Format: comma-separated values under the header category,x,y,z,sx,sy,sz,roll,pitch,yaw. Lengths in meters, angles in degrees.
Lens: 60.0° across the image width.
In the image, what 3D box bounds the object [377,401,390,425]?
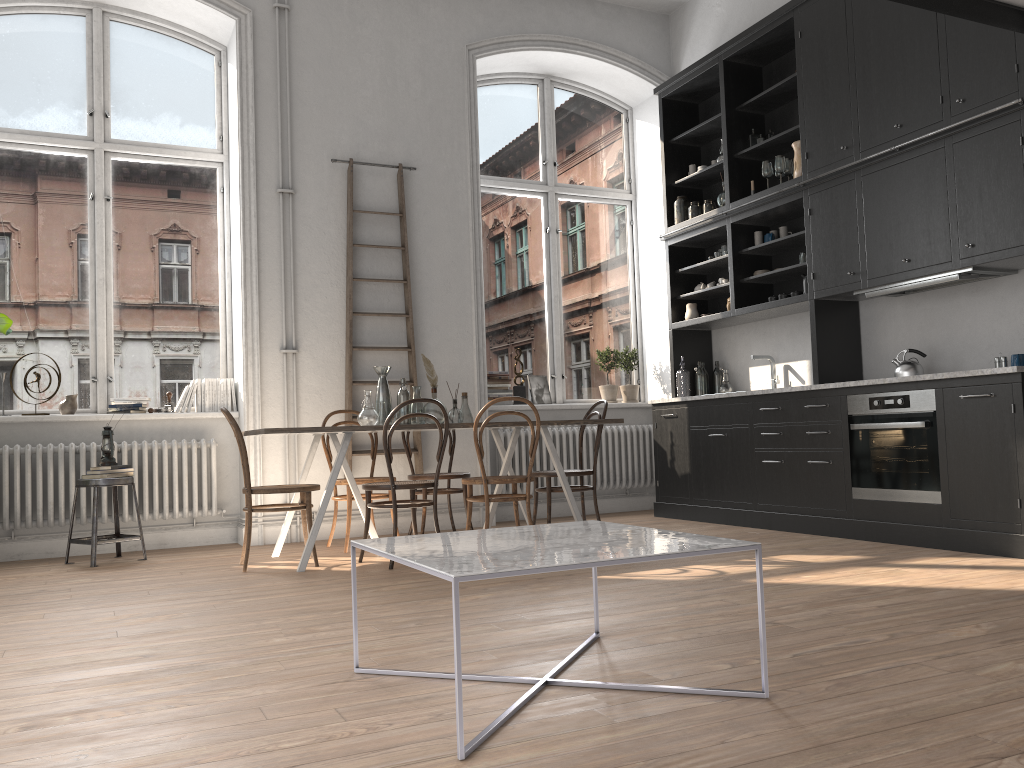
category,x,y,z,sx,sy,sz,roll,pitch,yaw
object,-0.802,0.187,5.500,0.083,0.158,0.083,0,-3,-30

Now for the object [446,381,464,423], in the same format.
category,x,y,z,sx,sy,sz,roll,pitch,yaw
object,-0.367,0.121,5.701,0.107,0.283,0.107,0,-3,-30

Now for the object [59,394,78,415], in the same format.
category,x,y,z,sx,sy,sz,roll,pitch,yaw
object,-3.013,0.141,6.022,0.102,0.142,0.100,-5,-4,39

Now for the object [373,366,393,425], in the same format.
category,x,y,z,sx,sy,sz,roll,pitch,yaw
object,-0.816,0.082,5.626,0.116,0.382,0.116,-1,-3,-14

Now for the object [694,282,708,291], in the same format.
category,x,y,z,sx,sy,sz,roll,pitch,yaw
object,1.565,-0.787,7.316,0.140,0.100,0.125,1,-5,-44

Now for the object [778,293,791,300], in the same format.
category,x,y,z,sx,sy,sz,roll,pitch,yaw
object,1.929,-0.615,6.272,0.104,0.059,0.088,-5,-5,43

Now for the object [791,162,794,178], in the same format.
category,x,y,z,sx,sy,sz,roll,pitch,yaw
object,2.067,-1.494,6.434,0.083,0.221,0.083,-2,-3,6

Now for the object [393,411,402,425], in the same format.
category,x,y,z,sx,sy,sz,roll,pitch,yaw
object,-0.705,0.212,5.439,0.058,0.094,0.058,-2,-3,3

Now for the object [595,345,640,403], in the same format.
category,x,y,z,sx,sy,sz,roll,pitch,yaw
object,0.946,-0.086,7.940,0.500,0.523,0.234,0,-4,-36

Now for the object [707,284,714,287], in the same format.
category,x,y,z,sx,sy,sz,roll,pitch,yaw
object,1.607,-0.783,7.161,0.056,0.033,0.058,-5,-4,39

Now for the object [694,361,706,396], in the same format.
category,x,y,z,sx,sy,sz,roll,pitch,yaw
object,1.536,-0.034,7.245,0.086,0.301,0.086,0,-4,-40

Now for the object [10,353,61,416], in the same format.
category,x,y,z,sx,sy,sz,roll,pitch,yaw
object,-3.194,0.003,5.950,0.347,0.425,0.087,-2,-3,7

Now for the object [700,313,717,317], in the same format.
category,x,y,z,sx,sy,sz,roll,pitch,yaw
object,1.612,-0.539,7.164,0.180,0.037,0.180,1,-4,-40

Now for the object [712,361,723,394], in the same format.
category,x,y,z,sx,sy,sz,roll,pitch,yaw
object,1.692,-0.038,7.289,0.086,0.301,0.086,-3,-3,20

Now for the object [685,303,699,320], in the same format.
category,x,y,z,sx,sy,sz,roll,pitch,yaw
object,1.480,-0.582,7.278,0.115,0.144,0.127,-5,-4,43

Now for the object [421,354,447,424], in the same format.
category,x,y,z,sx,sy,sz,roll,pitch,yaw
object,-0.488,0.035,5.562,0.157,0.446,0.157,-2,-3,-7

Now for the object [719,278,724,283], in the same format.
category,x,y,z,sx,sy,sz,roll,pitch,yaw
object,1.663,-0.810,7.025,0.039,0.055,0.049,-2,-3,-5

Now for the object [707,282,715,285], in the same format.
category,x,y,z,sx,sy,sz,roll,pitch,yaw
object,1.606,-0.803,7.162,0.055,0.047,0.058,-1,-3,-11

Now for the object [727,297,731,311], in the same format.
category,x,y,z,sx,sy,sz,roll,pitch,yaw
object,1.684,-0.606,6.809,0.069,0.123,0.173,-2,-3,7

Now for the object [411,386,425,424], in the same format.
category,x,y,z,sx,sy,sz,roll,pitch,yaw
object,-0.606,0.142,5.677,0.100,0.255,0.098,-5,-4,41

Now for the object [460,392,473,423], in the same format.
category,x,y,z,sx,sy,sz,roll,pitch,yaw
object,-0.307,0.161,5.810,0.101,0.211,0.101,-3,-3,14

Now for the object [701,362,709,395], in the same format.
category,x,y,z,sx,sy,sz,roll,pitch,yaw
object,1.589,-0.030,7.357,0.086,0.301,0.086,-1,-3,-11

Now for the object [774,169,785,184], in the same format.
category,x,y,z,sx,sy,sz,roll,pitch,yaw
object,1.940,-1.491,6.408,0.083,0.221,0.083,0,-4,-33

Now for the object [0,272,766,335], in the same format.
category,x,y,z,sx,sy,sz,roll,pitch,yaw
object,-0.882,0.151,5.892,5.827,1.841,0.792,-1,-3,-20

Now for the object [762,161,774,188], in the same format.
category,x,y,z,sx,sy,sz,roll,pitch,yaw
object,1.840,-1.489,6.378,0.083,0.221,0.083,-2,-3,6

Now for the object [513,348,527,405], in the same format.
category,x,y,z,sx,sy,sz,roll,pitch,yaw
object,0.058,-0.062,7.515,0.122,0.488,0.102,-2,-3,-1

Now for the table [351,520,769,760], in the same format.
category,x,y,z,sx,sy,sz,roll,pitch,yaw
table,0.083,0.636,2.470,0.849,0.392,0.849,0,-4,-25

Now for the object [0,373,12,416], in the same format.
category,x,y,z,sx,sy,sz,roll,pitch,yaw
object,-3.354,0.071,5.847,0.095,0.288,0.095,-2,-3,-3

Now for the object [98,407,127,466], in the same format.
category,x,y,z,sx,sy,sz,roll,pitch,yaw
object,-2.557,0.330,5.668,0.154,0.383,0.163,-4,-4,38

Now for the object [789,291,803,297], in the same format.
category,x,y,z,sx,sy,sz,roll,pitch,yaw
object,1.991,-0.622,6.190,0.104,0.059,0.088,-1,-3,-17

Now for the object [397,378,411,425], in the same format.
category,x,y,z,sx,sy,sz,roll,pitch,yaw
object,-0.678,0.114,5.565,0.086,0.301,0.086,0,-4,-40

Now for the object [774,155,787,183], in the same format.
category,x,y,z,sx,sy,sz,roll,pitch,yaw
object,1.898,-1.498,6.261,0.083,0.221,0.083,-3,-3,21

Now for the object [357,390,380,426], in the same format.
category,x,y,z,sx,sy,sz,roll,pitch,yaw
object,-0.864,0.149,5.332,0.132,0.219,0.132,0,-4,-36

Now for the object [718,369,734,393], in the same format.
category,x,y,z,sx,sy,sz,roll,pitch,yaw
object,1.728,-0.007,7.164,0.132,0.219,0.120,-1,-3,-25

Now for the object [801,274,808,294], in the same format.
category,x,y,z,sx,sy,sz,roll,pitch,yaw
object,2.064,-0.697,6.089,0.124,0.191,0.129,-2,-3,2

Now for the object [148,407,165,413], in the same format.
category,x,y,z,sx,sy,sz,roll,pitch,yaw
object,-2.519,0.186,6.276,0.088,0.048,0.153,-3,-3,14

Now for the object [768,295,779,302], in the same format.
category,x,y,z,sx,sy,sz,roll,pitch,yaw
object,1.888,-0.608,6.377,0.088,0.059,0.104,0,-4,-37

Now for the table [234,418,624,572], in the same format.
category,x,y,z,sx,sy,sz,roll,pitch,yaw
table,-0.514,0.650,5.558,2.200,0.779,1.101,0,-4,-25

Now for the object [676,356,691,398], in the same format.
category,x,y,z,sx,sy,sz,roll,pitch,yaw
object,1.400,-0.055,7.254,0.109,0.349,0.109,1,-4,-44

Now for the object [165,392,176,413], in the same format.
category,x,y,z,sx,sy,sz,roll,pitch,yaw
object,-2.420,0.130,6.265,0.088,0.153,0.048,-4,-4,35

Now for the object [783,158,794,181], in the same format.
category,x,y,z,sx,sy,sz,roll,pitch,yaw
object,1.976,-1.497,6.333,0.083,0.221,0.083,-1,-3,-26
